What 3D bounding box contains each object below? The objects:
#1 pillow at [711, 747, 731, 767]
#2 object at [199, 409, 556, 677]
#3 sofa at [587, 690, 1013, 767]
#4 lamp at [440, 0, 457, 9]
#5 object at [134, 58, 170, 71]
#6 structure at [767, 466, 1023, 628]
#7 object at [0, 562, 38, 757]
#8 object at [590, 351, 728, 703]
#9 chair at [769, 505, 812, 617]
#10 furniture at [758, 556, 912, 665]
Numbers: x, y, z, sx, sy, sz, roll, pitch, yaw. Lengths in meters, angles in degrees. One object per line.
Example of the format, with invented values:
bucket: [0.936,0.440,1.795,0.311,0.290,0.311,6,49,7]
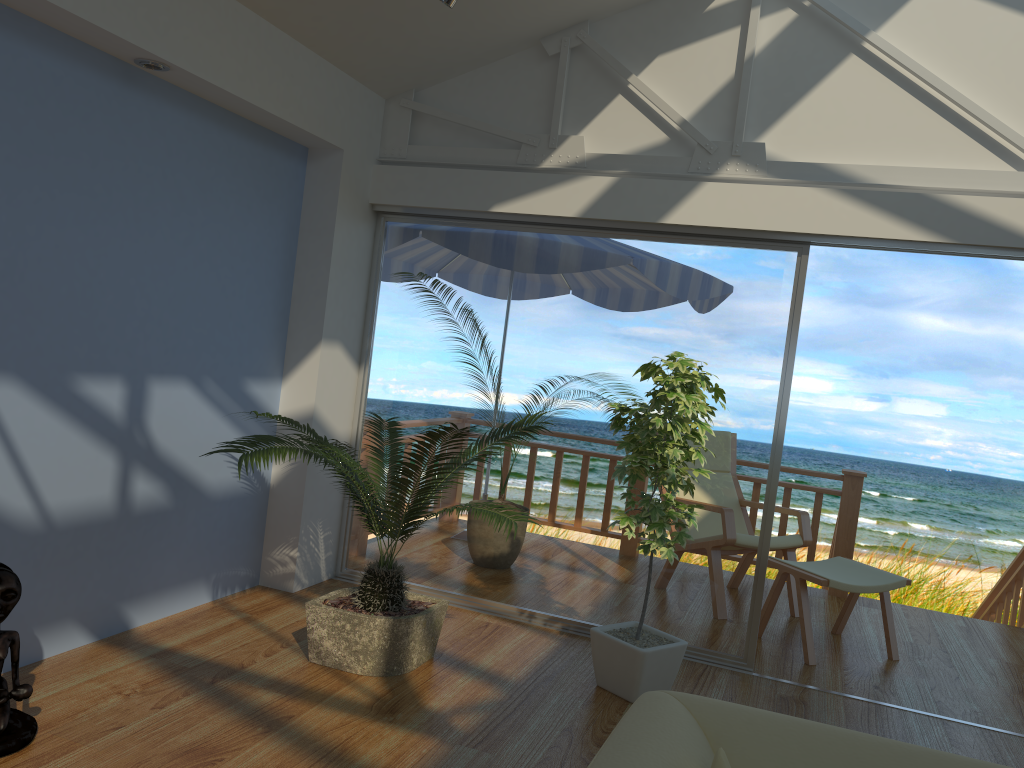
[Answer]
pillow: [0.395,0.818,1.296,0.275,0.312,0.571,8,2,16]
object: [-0.574,0.578,3.682,1.413,1.093,1.488,7,2,2]
sofa: [1.242,1.084,1.145,2.448,0.597,0.950,8,2,19]
lamp: [-0.224,-1.547,3.203,0.194,0.353,0.125,7,2,2]
object: [-1.308,-1.178,3.227,0.122,0.050,0.122,7,2,2]
structure: [2.737,1.522,5.757,6.950,2.064,4.086,8,2,19]
object: [-1.530,0.790,2.601,0.291,0.517,0.292,6,3,-35]
object: [0.603,0.567,3.595,0.495,1.409,0.699,7,2,-8]
chair: [1.290,0.803,5.383,0.632,0.982,0.859,6,2,-26]
furniture: [1.642,1.154,4.584,0.619,0.427,0.449,6,2,-26]
